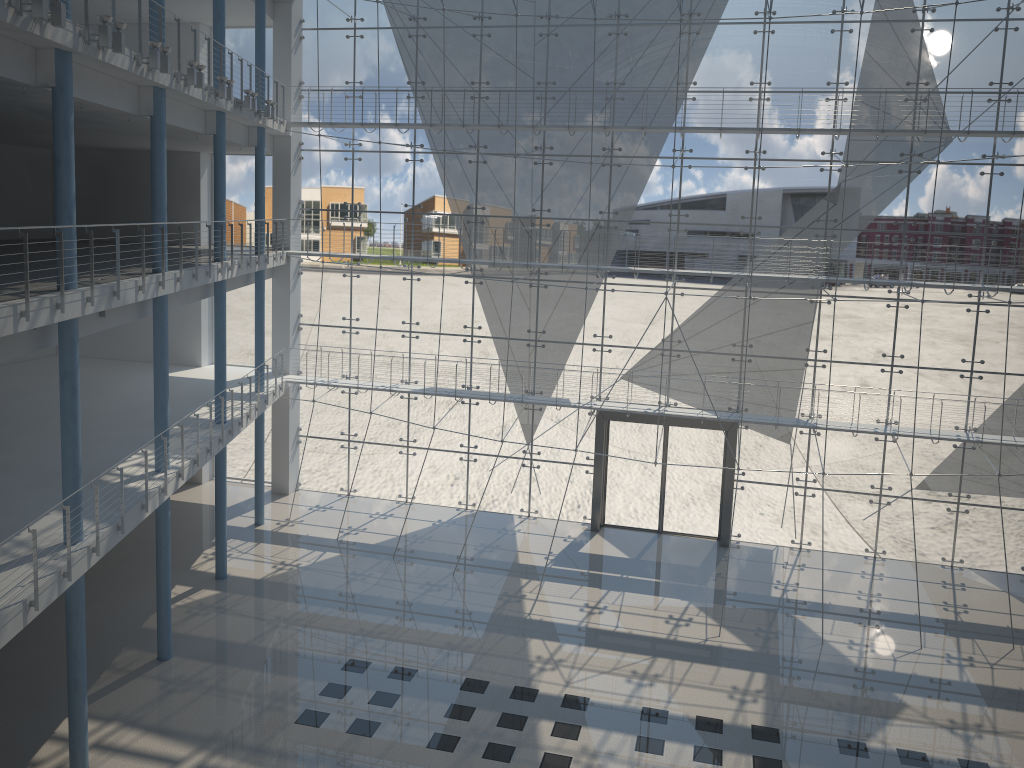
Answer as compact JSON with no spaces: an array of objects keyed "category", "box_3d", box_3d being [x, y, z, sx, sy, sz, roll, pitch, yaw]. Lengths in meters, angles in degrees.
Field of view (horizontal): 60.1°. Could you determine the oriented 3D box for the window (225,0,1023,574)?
[{"category":"window","box_3d":[0.584,-0.780,3.344,3.852,2.749,0.010,4,7,14]}]
